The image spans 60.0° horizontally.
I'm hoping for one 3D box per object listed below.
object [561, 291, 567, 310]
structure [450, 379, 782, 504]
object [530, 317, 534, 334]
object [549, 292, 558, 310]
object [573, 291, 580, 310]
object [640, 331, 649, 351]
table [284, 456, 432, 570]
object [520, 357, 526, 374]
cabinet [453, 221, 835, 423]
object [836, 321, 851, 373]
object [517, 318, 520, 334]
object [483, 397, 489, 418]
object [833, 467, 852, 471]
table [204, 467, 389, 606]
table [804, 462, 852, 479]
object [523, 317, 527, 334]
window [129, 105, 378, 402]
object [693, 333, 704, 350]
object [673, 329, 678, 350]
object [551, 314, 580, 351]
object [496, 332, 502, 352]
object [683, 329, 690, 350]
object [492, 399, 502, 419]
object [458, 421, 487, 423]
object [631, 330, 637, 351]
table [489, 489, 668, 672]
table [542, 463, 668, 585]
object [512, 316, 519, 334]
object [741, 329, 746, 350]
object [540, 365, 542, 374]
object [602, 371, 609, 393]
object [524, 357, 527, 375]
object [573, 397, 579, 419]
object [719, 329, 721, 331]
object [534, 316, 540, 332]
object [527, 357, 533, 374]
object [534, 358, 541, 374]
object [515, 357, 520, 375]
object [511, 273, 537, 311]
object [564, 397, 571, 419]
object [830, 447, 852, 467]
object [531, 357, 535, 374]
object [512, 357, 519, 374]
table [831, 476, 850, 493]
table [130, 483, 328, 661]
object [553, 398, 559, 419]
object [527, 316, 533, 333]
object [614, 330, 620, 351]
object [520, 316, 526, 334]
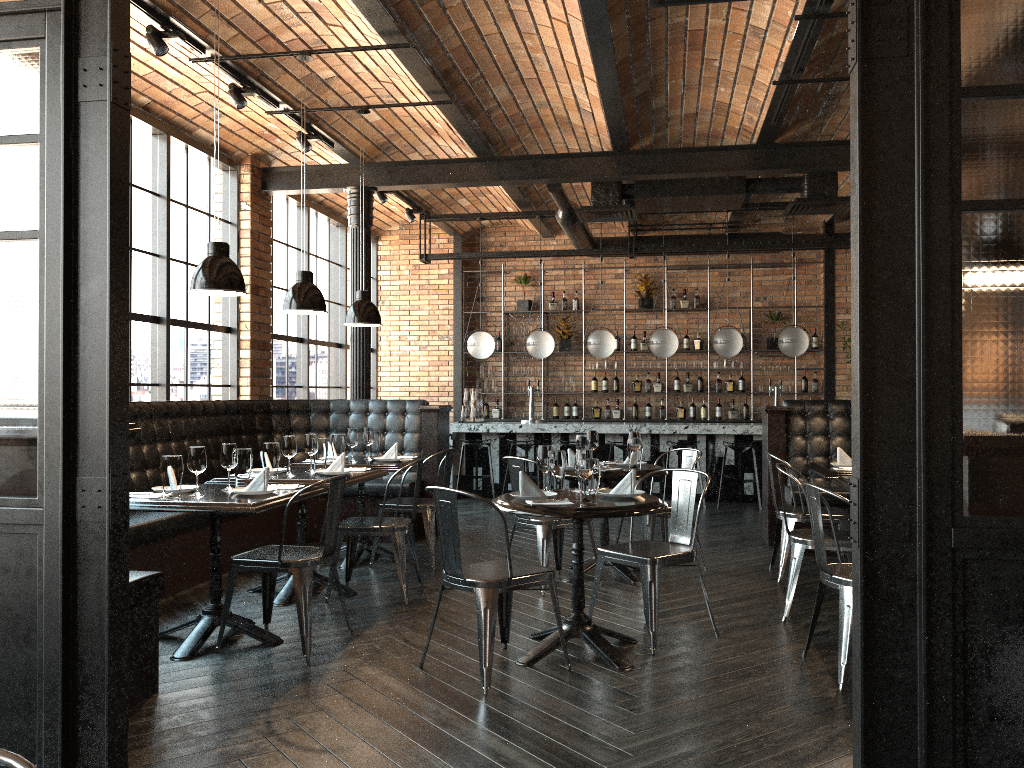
[{"bbox_3d":[0.733,-1.161,12.443,0.083,0.282,0.083,0,-1,-5],"label":"object"},{"bbox_3d":[1.997,0.658,11.007,5.346,1.430,1.930,0,-1,10],"label":"structure"},{"bbox_3d":[0.281,-0.831,12.594,0.092,0.244,0.092,0,-1,16],"label":"object"},{"bbox_3d":[0.578,-1.159,12.472,0.123,0.279,0.123,0,-1,-1],"label":"object"},{"bbox_3d":[0.897,-1.162,12.414,0.083,0.282,0.083,0,-1,25],"label":"object"},{"bbox_3d":[1.827,-0.588,12.231,0.123,0.279,0.123,0,-1,-1],"label":"object"},{"bbox_3d":[-1.141,0.956,6.715,0.872,0.758,0.872,0,-1,10],"label":"table"},{"bbox_3d":[0.155,-0.259,12.444,0.092,0.244,0.092,0,-1,16],"label":"object"},{"bbox_3d":[0.850,-0.441,12.376,7.075,3.779,0.564,0,-1,10],"label":"cabinet"},{"bbox_3d":[4.421,-0.301,11.224,0.673,1.546,0.584,0,-1,-41],"label":"object"},{"bbox_3d":[0.075,-0.830,12.631,0.092,0.244,0.092,0,-1,16],"label":"object"},{"bbox_3d":[-0.364,0.340,12.597,0.086,0.297,0.086,-1,-1,44],"label":"object"},{"bbox_3d":[2.259,0.558,5.857,0.255,0.019,0.157,0,-1,10],"label":"object"},{"bbox_3d":[-1.333,0.946,5.629,0.872,0.758,0.872,0,-1,10],"label":"table"},{"bbox_3d":[2.516,0.948,6.056,0.872,0.758,0.872,0,-1,10],"label":"table"},{"bbox_3d":[0.183,-0.831,12.611,0.092,0.244,0.092,0,-1,16],"label":"object"},{"bbox_3d":[-3.414,-0.557,4.757,0.168,3.253,16.179,0,-1,10],"label":"window"},{"bbox_3d":[2.550,-0.574,12.117,0.151,0.248,0.094,0,-1,39],"label":"object"},{"bbox_3d":[2.231,-0.600,12.177,0.086,0.299,0.086,0,-1,-31],"label":"object"},{"bbox_3d":[0.751,-0.709,12.408,0.430,0.526,0.425,0,-1,22],"label":"object"},{"bbox_3d":[-0.185,-0.595,12.603,0.086,0.299,0.086,0,-1,-31],"label":"object"},{"bbox_3d":[2.398,-0.600,12.176,0.086,0.298,0.086,0,-1,-31],"label":"object"},{"bbox_3d":[-0.207,0.350,12.581,0.123,0.279,0.123,0,-1,24],"label":"object"},{"bbox_3d":[-0.485,0.465,10.910,0.273,0.019,0.437,0,-1,10],"label":"object"},{"bbox_3d":[1.692,-0.598,12.277,0.086,0.298,0.086,0,-1,-31],"label":"object"},{"bbox_3d":[0.324,0.933,4.345,0.866,0.758,0.866,0,-1,-26],"label":"table"},{"bbox_3d":[0.642,0.950,6.152,0.866,0.758,0.866,0,-1,-26],"label":"table"},{"bbox_3d":[0.046,-0.832,12.468,0.092,0.244,0.092,0,-1,16],"label":"object"},{"bbox_3d":[3.123,-0.602,12.020,0.086,0.297,0.086,0,-1,-31],"label":"object"},{"bbox_3d":[0.383,-0.258,12.571,0.092,0.244,0.092,0,-1,16],"label":"object"},{"bbox_3d":[1.302,-0.027,12.364,0.086,0.298,0.086,0,-1,-31],"label":"object"},{"bbox_3d":[0.183,-0.258,12.606,0.092,0.244,0.092,0,-1,16],"label":"object"},{"bbox_3d":[0.893,0.338,12.409,0.086,0.298,0.086,0,-1,-31],"label":"object"},{"bbox_3d":[2.830,-0.600,12.075,0.086,0.299,0.086,0,-1,-31],"label":"object"},{"bbox_3d":[0.354,-0.833,12.414,0.092,0.244,0.092,0,-1,16],"label":"object"},{"bbox_3d":[0.252,-0.260,12.427,0.092,0.244,0.092,0,-1,16],"label":"object"},{"bbox_3d":[0.354,-0.260,12.409,0.092,0.244,0.092,0,-1,16],"label":"object"},{"bbox_3d":[0.075,-0.258,12.625,0.092,0.244,0.092,0,-1,16],"label":"object"},{"bbox_3d":[0.178,-1.295,12.568,0.377,0.554,0.422,0,-1,-2],"label":"object"},{"bbox_3d":[0.780,0.338,12.453,0.086,0.298,0.086,0,-1,-31],"label":"object"},{"bbox_3d":[2.315,0.506,6.109,0.232,0.139,0.232,0,-1,-32],"label":"object"},{"bbox_3d":[0.281,-0.258,12.589,0.092,0.244,0.092,0,-1,16],"label":"object"},{"bbox_3d":[0.046,-0.259,12.463,0.092,0.244,0.092,0,-1,16],"label":"object"},{"bbox_3d":[2.325,0.938,4.970,0.872,0.758,0.872,0,-1,10],"label":"table"},{"bbox_3d":[-1.522,0.936,4.555,0.872,0.758,0.872,0,-1,10],"label":"table"},{"bbox_3d":[0.621,0.339,12.455,0.086,0.299,0.086,0,-1,-31],"label":"object"},{"bbox_3d":[0.252,-0.832,12.432,0.092,0.244,0.092,0,-1,16],"label":"object"},{"bbox_3d":[1.462,-0.597,12.323,0.086,0.298,0.086,0,-1,-31],"label":"object"},{"bbox_3d":[0.154,-0.832,12.449,0.092,0.244,0.092,0,-1,16],"label":"object"}]
